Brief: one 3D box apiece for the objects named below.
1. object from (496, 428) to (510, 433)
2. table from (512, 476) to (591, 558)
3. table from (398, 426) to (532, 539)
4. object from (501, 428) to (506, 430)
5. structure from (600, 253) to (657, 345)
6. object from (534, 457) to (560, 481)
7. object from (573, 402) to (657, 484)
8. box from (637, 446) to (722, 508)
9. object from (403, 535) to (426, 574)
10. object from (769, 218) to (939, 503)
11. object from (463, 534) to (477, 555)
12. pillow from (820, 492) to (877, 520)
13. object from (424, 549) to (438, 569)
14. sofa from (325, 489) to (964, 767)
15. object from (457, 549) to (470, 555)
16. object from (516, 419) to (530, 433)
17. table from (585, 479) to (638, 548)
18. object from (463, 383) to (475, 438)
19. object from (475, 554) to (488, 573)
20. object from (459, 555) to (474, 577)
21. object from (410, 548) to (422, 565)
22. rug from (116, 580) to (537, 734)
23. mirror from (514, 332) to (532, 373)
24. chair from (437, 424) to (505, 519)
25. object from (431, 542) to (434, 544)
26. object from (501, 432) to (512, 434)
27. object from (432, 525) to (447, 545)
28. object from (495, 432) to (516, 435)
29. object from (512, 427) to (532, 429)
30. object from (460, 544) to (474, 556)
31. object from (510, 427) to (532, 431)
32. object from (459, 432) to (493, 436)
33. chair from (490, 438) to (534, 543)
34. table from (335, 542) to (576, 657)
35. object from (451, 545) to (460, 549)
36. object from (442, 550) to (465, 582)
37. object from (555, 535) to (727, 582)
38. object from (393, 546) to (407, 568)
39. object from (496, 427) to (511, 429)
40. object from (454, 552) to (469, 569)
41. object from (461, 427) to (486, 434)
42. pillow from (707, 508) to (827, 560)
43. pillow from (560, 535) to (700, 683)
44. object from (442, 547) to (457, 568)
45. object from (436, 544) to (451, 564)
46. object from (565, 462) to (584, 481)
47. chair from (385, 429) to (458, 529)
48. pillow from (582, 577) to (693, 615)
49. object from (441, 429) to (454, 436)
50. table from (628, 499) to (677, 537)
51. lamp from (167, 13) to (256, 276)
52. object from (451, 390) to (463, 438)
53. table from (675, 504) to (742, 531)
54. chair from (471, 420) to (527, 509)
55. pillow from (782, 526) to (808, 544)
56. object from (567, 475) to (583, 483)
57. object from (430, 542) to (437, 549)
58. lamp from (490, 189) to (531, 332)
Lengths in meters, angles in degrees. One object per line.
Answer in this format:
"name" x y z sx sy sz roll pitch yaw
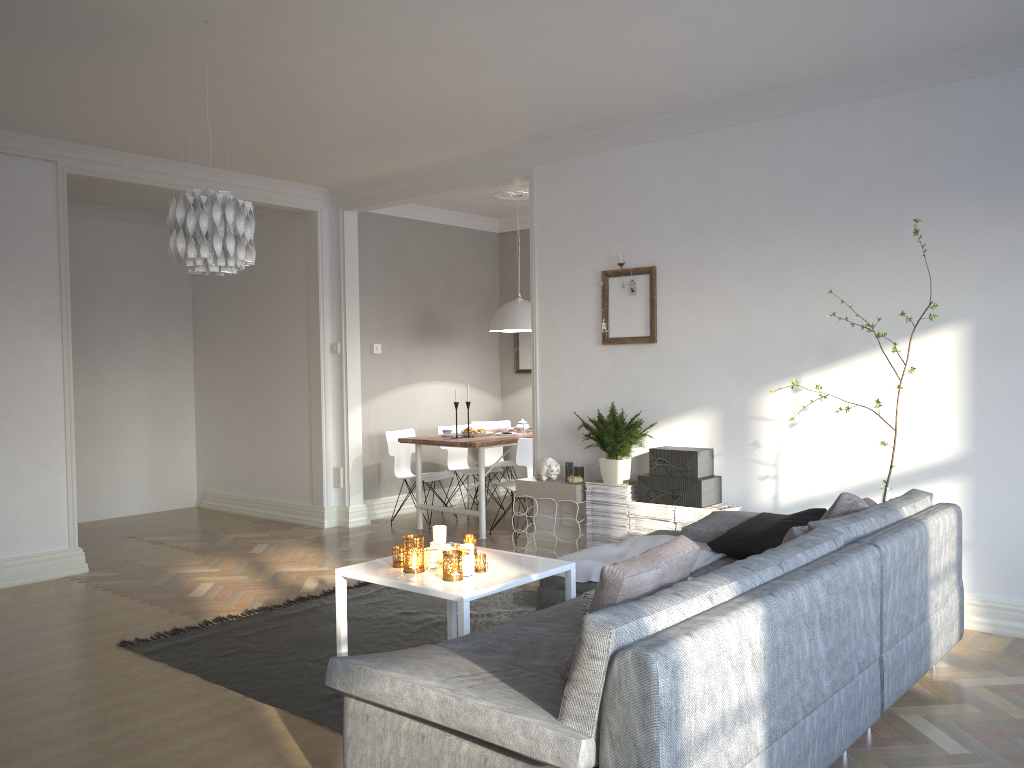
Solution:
"object" -0.078 0.400 7.542 0.129 0.038 0.129 0 2 40
"table" 0.294 0.910 5.730 0.553 0.576 0.298 1 2 41
"table" 0.049 0.790 7.661 0.853 0.750 1.985 0 2 40
"object" -0.079 0.399 7.543 0.085 0.039 0.082 -1 1 5
"structure" 0.720 -0.538 5.527 0.398 0.575 0.053 1 2 37
"object" 0.231 0.548 5.750 0.137 0.150 0.311 -1 1 -20
"object" 0.617 0.366 5.437 0.438 0.527 0.368 1 2 40
"box" 0.966 0.539 5.194 0.419 0.316 0.298 0 2 40
"object" -0.394 0.678 3.536 0.090 0.140 0.086 0 2 10
"object" 1.637 0.054 4.257 0.776 1.675 0.339 -1 2 -1
"object" -0.183 0.699 3.855 0.060 0.079 0.060 0 2 34
"pillow" 1.364 0.630 3.700 0.324 0.403 0.429 0 2 27
"object" -0.328 0.709 3.590 0.060 0.073 0.060 0 2 29
"sofa" 0.540 0.883 3.360 1.555 0.773 2.631 0 2 40
"object" -0.197 0.707 3.580 0.060 0.073 0.060 -2 2 -25
"object" 0.093 0.356 7.608 0.143 0.119 0.124 1 2 44
"table" 0.648 0.898 5.481 0.321 0.597 0.246 1 2 40
"object" -0.353 0.207 7.156 0.095 0.449 0.095 1 2 36
"object" -0.122 0.710 3.515 0.054 0.068 0.047 -1 2 0
"object" -0.178 0.709 3.452 0.060 0.073 0.060 -1 2 2
"object" -0.390 0.709 3.610 0.060 0.073 0.060 0 2 29
"rug" -0.473 1.226 4.369 2.111 0.055 2.014 0 1 40
"mirror" 0.219 -0.389 8.738 0.474 0.558 0.051 1 2 40
"chair" -0.374 0.771 7.961 0.431 0.786 0.479 -2 2 -40
"object" -0.316 0.703 3.744 0.056 0.066 0.056 -1 2 2
"object" -0.052 0.412 7.352 0.100 0.025 0.066 0 1 17
"object" -0.303 0.633 3.713 0.060 0.073 0.060 -2 2 -34
"object" -0.050 0.416 7.364 0.180 0.014 0.180 -1 1 5
"object" 0.103 0.397 7.860 0.201 0.022 0.194 -1 1 -30
"object" -0.186 0.705 3.682 0.060 0.073 0.060 -2 2 -25
"object" 0.103 0.401 7.855 0.287 0.020 0.287 -1 1 13
"object" -0.301 0.416 7.403 0.287 0.020 0.287 0 1 28
"chair" 0.115 0.786 6.827 0.431 0.786 0.479 -2 2 -30
"table" -0.225 0.995 3.637 0.715 0.505 0.674 0 2 40
"object" -0.231 0.712 3.745 0.052 0.058 0.050 -1 2 9
"object" -0.227 0.696 3.395 0.080 0.104 0.080 0 2 30
"object" 0.595 0.975 4.109 0.725 0.437 0.811 0 2 39
"object" -0.459 0.707 3.626 0.060 0.079 0.060 0 2 30
"object" -0.076 0.397 7.711 0.129 0.038 0.129 -2 2 -45
"object" -0.200 0.708 3.515 0.060 0.073 0.060 -2 2 -25
"object" -0.325 0.390 7.408 0.197 0.063 0.188 -1 1 10
"pillow" 1.152 0.675 3.997 0.401 0.248 0.421 -2 2 -30
"pillow" 0.332 0.635 2.474 0.242 0.390 0.426 1 2 40
"object" -0.255 0.707 3.612 0.060 0.073 0.060 -1 2 -4
"object" -0.284 0.706 3.686 0.060 0.073 0.060 0 2 20
"object" 0.401 0.554 5.688 0.123 0.134 0.062 -1 2 -9
"chair" -0.773 0.786 7.511 0.479 0.786 0.431 0 2 30
"pillow" 0.477 0.730 2.966 0.406 0.194 0.404 0 1 27
"object" -0.530 0.402 7.292 0.116 0.056 0.137 -1 1 -19
"table" 0.885 0.947 5.284 0.327 0.499 0.246 1 2 40
"lamp" -1.278 -1.001 3.749 0.355 1.066 0.354 -1 2 -8
"object" -0.444 0.235 7.097 0.095 0.397 0.095 1 2 36
"table" 1.126 0.947 5.082 0.327 0.499 0.246 1 2 40
"chair" -0.131 0.758 8.498 0.431 0.786 0.479 -1 2 -19
"pillow" 1.067 0.669 3.434 0.414 0.311 0.337 -2 2 -45
"object" 0.398 0.601 5.586 0.099 0.046 0.104 -1 1 -4
"object" -0.316 0.706 3.744 0.060 0.073 0.060 0 2 20
"lamp" 0.063 -1.048 7.596 0.530 1.183 0.530 -3 3 -42
